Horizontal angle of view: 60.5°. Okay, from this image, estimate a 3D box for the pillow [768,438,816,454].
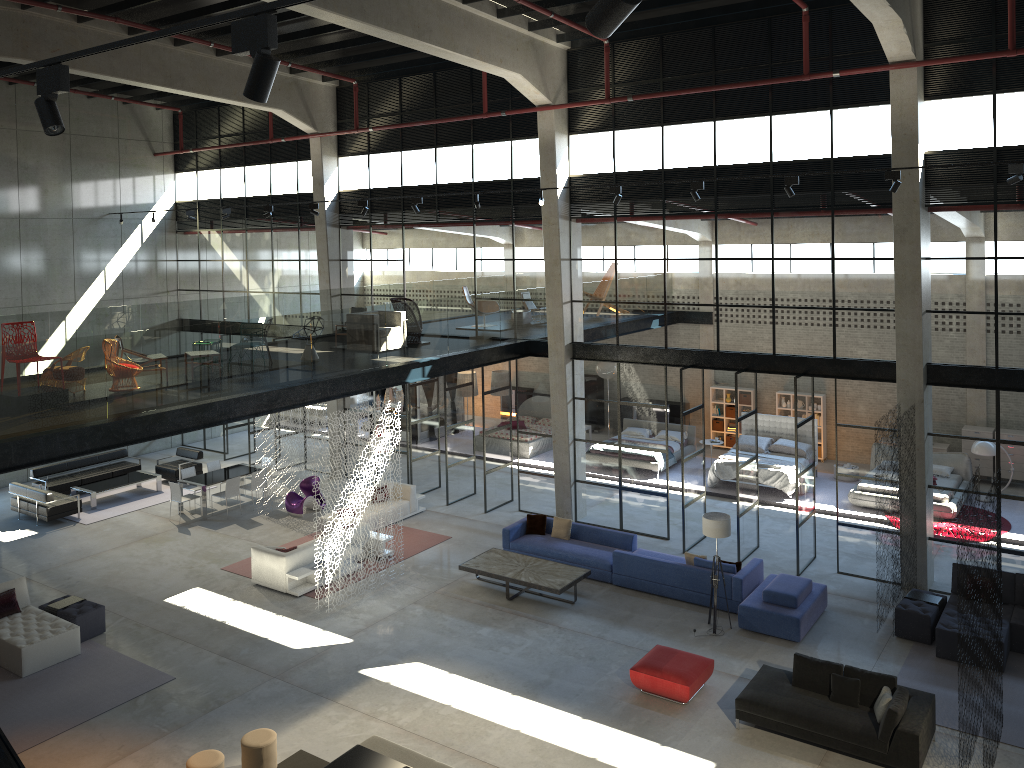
[{"bbox_3d":[6.789,1.535,21.287,0.981,0.290,0.698,5,11,37],"label":"pillow"}]

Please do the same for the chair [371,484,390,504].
[{"bbox_3d":[-2.884,2.411,19.203,0.411,0.334,0.258,-4,5,-22],"label":"chair"}]

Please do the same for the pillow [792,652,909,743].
[{"bbox_3d":[4.159,3.680,10.540,0.744,0.415,1.596,-5,10,-26],"label":"pillow"}]

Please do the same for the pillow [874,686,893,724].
[{"bbox_3d":[4.340,3.740,10.234,0.208,0.314,0.345,0,6,13],"label":"pillow"}]

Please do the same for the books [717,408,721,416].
[{"bbox_3d":[5.856,0.785,24.844,0.075,0.203,0.160,0,4,35],"label":"books"}]

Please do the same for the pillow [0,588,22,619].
[{"bbox_3d":[-7.817,3.399,13.519,0.236,0.343,0.417,1,7,34],"label":"pillow"}]

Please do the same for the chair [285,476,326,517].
[{"bbox_3d":[-4.644,2.513,19.761,0.657,0.744,0.803,2,7,35],"label":"chair"}]

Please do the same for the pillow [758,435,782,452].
[{"bbox_3d":[6.219,1.468,21.932,1.055,0.321,0.493,5,9,34],"label":"pillow"}]

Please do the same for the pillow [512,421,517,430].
[{"bbox_3d":[0.011,1.158,24.977,0.876,0.211,0.638,1,9,14],"label":"pillow"}]

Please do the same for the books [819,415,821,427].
[{"bbox_3d":[8.168,0.971,23.225,0.022,0.273,0.255,0,5,35],"label":"books"}]

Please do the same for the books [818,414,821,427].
[{"bbox_3d":[8.153,0.960,23.246,0.027,0.287,0.254,0,4,35],"label":"books"}]

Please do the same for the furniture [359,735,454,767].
[{"bbox_3d":[-1.438,4.399,9.123,1.451,0.396,1.551,5,11,34],"label":"furniture"}]

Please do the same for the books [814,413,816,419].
[{"bbox_3d":[8.049,0.924,23.317,0.055,0.340,0.254,0,4,35],"label":"books"}]

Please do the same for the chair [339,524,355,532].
[{"bbox_3d":[-3.202,2.838,16.686,0.269,0.320,0.399,2,7,36],"label":"chair"}]

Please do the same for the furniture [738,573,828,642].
[{"bbox_3d":[4.273,3.389,13.797,0.951,0.551,1.551,4,10,34],"label":"furniture"}]

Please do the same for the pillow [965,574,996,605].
[{"bbox_3d":[7.139,3.123,13.349,0.414,0.343,0.237,3,6,36],"label":"pillow"}]

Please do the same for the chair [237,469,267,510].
[{"bbox_3d":[-5.998,2.399,20.245,0.546,0.867,0.422,1,4,35],"label":"chair"}]

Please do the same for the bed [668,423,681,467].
[{"bbox_3d":[3.398,1.643,23.079,2.261,0.864,2.418,5,10,34],"label":"bed"}]

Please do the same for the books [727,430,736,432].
[{"bbox_3d":[6.223,1.298,24.629,0.309,0.055,0.232,5,11,34],"label":"books"}]

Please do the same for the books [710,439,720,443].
[{"bbox_3d":[5.172,1.447,22.342,0.229,0.042,0.304,0,9,9],"label":"books"}]

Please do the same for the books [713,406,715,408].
[{"bbox_3d":[5.736,0.747,24.916,0.019,0.260,0.176,0,4,35],"label":"books"}]

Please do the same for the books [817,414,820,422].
[{"bbox_3d":[8.143,0.959,23.275,0.020,0.280,0.254,0,5,35],"label":"books"}]

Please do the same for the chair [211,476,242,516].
[{"bbox_3d":[-6.397,2.503,19.669,0.546,0.867,0.422,1,4,35],"label":"chair"}]

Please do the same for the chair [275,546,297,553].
[{"bbox_3d":[-3.995,3.038,15.627,0.402,0.334,0.284,-2,5,-10],"label":"chair"}]

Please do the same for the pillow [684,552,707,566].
[{"bbox_3d":[3.102,3.021,14.707,0.402,0.380,0.208,3,5,36],"label":"pillow"}]

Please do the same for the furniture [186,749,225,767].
[{"bbox_3d":[-3.390,4.341,9.708,0.403,0.398,0.402,-6,7,-40],"label":"furniture"}]

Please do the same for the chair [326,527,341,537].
[{"bbox_3d":[-3.403,2.880,16.458,0.269,0.316,0.397,1,7,22],"label":"chair"}]

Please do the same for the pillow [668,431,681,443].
[{"bbox_3d":[3.774,1.384,23.716,1.932,0.311,0.553,5,10,34],"label":"pillow"}]

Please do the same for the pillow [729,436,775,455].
[{"bbox_3d":[5.967,1.507,21.735,1.029,0.371,0.671,6,10,38],"label":"pillow"}]

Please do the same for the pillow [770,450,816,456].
[{"bbox_3d":[6.838,1.620,21.348,0.961,0.329,0.722,5,10,35],"label":"pillow"}]

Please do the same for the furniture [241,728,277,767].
[{"bbox_3d":[-2.916,4.262,10.121,0.400,0.398,0.405,1,6,24],"label":"furniture"}]

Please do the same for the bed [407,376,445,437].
[{"bbox_3d":[-2.976,0.496,27.109,2.252,2.069,2.332,3,7,35],"label":"bed"}]

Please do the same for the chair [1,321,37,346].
[{"bbox_3d":[-6.981,-0.392,12.694,0.662,0.977,0.650,1,5,35],"label":"chair"}]

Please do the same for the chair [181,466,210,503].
[{"bbox_3d":[-7.338,2.414,20.321,0.546,0.867,0.422,1,4,35],"label":"chair"}]

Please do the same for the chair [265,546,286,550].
[{"bbox_3d":[-4.205,3.023,15.800,0.390,0.270,0.321,0,6,10],"label":"chair"}]

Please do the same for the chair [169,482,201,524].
[{"bbox_3d":[-7.250,2.559,19.442,0.420,0.867,0.549,1,4,35],"label":"chair"}]

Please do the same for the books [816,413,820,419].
[{"bbox_3d":[8.111,0.937,23.274,0.036,0.331,0.254,0,4,35],"label":"books"}]

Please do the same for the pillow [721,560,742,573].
[{"bbox_3d":[3.575,3.062,14.431,0.398,0.370,0.261,0,4,13],"label":"pillow"}]

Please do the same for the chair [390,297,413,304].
[{"bbox_3d":[-2.309,-1.385,19.141,0.687,0.982,0.835,-1,5,5],"label":"chair"}]

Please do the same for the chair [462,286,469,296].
[{"bbox_3d":[-0.733,-2.009,22.566,0.978,1.023,0.796,-4,5,-27],"label":"chair"}]

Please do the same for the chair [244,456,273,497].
[{"bbox_3d":[-6.086,2.254,21.123,0.420,0.867,0.549,1,4,35],"label":"chair"}]

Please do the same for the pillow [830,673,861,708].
[{"bbox_3d":[4.023,3.692,10.591,0.343,0.306,0.188,3,5,32],"label":"pillow"}]

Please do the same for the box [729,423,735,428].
[{"bbox_3d":[6.231,1.158,24.643,0.214,0.108,0.132,4,8,35],"label":"box"}]

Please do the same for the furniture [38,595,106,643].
[{"bbox_3d":[-6.934,3.697,13.829,0.961,0.453,0.514,3,7,30],"label":"furniture"}]

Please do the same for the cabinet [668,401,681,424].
[{"bbox_3d":[4.211,1.083,26.017,2.086,1.154,0.452,4,5,35],"label":"cabinet"}]

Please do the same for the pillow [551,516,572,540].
[{"bbox_3d":[0.942,2.742,16.643,0.402,0.380,0.208,3,5,36],"label":"pillow"}]

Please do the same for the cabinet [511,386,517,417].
[{"bbox_3d":[0.178,0.711,28.733,1.042,1.155,0.452,2,4,35],"label":"cabinet"}]

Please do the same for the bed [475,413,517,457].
[{"bbox_3d":[0.332,1.144,25.212,2.034,1.272,2.362,4,9,35],"label":"bed"}]

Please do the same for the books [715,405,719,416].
[{"bbox_3d":[5.810,0.743,24.857,0.048,0.286,0.186,0,4,35],"label":"books"}]

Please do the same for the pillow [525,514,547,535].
[{"bbox_3d":[0.469,2.710,16.919,0.398,0.370,0.261,0,4,13],"label":"pillow"}]

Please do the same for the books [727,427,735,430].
[{"bbox_3d":[6.222,1.242,24.628,0.283,0.055,0.232,5,11,34],"label":"books"}]

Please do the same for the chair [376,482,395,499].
[{"bbox_3d":[-2.788,2.378,19.383,0.381,0.336,0.255,-3,5,-21],"label":"chair"}]

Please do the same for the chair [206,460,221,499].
[{"bbox_3d":[-6.940,2.310,20.896,0.546,0.867,0.422,1,4,35],"label":"chair"}]

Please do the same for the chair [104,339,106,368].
[{"bbox_3d":[-6.012,-0.309,13.553,0.569,0.792,0.595,-1,4,0],"label":"chair"}]

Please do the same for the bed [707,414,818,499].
[{"bbox_3d":[6.042,1.665,21.047,2.223,1.410,2.338,4,9,34],"label":"bed"}]

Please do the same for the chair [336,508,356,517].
[{"bbox_3d":[-3.455,2.657,18.243,0.415,0.107,0.411,-3,9,-9],"label":"chair"}]
